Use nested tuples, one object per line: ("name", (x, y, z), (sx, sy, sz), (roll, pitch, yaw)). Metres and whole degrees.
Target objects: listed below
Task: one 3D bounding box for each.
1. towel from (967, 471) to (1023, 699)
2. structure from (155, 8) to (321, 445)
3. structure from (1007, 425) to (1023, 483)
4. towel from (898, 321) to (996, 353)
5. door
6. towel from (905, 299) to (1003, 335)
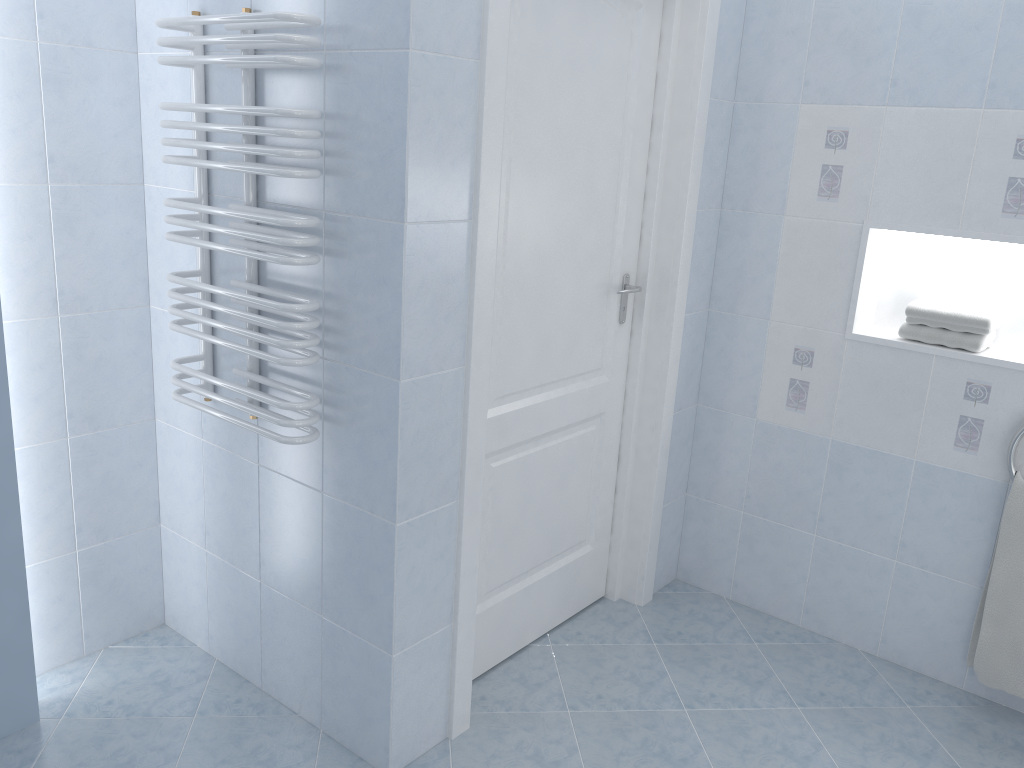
("towel", (1.451, 0.570, 2.438), (0.280, 0.634, 0.101), (14, 19, 34))
("structure", (-0.617, -0.361, 2.033), (0.524, 0.950, 0.138), (15, 19, 36))
("structure", (1.489, 0.191, 2.364), (0.291, 0.332, 0.051), (15, 19, 36))
("towel", (1.280, -0.150, 2.614), (0.232, 0.060, 0.162), (16, 20, 38))
("door", (0.139, -0.164, 2.499), (0.098, 2.011, 0.823), (15, 19, 36))
("towel", (1.292, -0.198, 2.595), (0.232, 0.062, 0.163), (16, 20, 38))
